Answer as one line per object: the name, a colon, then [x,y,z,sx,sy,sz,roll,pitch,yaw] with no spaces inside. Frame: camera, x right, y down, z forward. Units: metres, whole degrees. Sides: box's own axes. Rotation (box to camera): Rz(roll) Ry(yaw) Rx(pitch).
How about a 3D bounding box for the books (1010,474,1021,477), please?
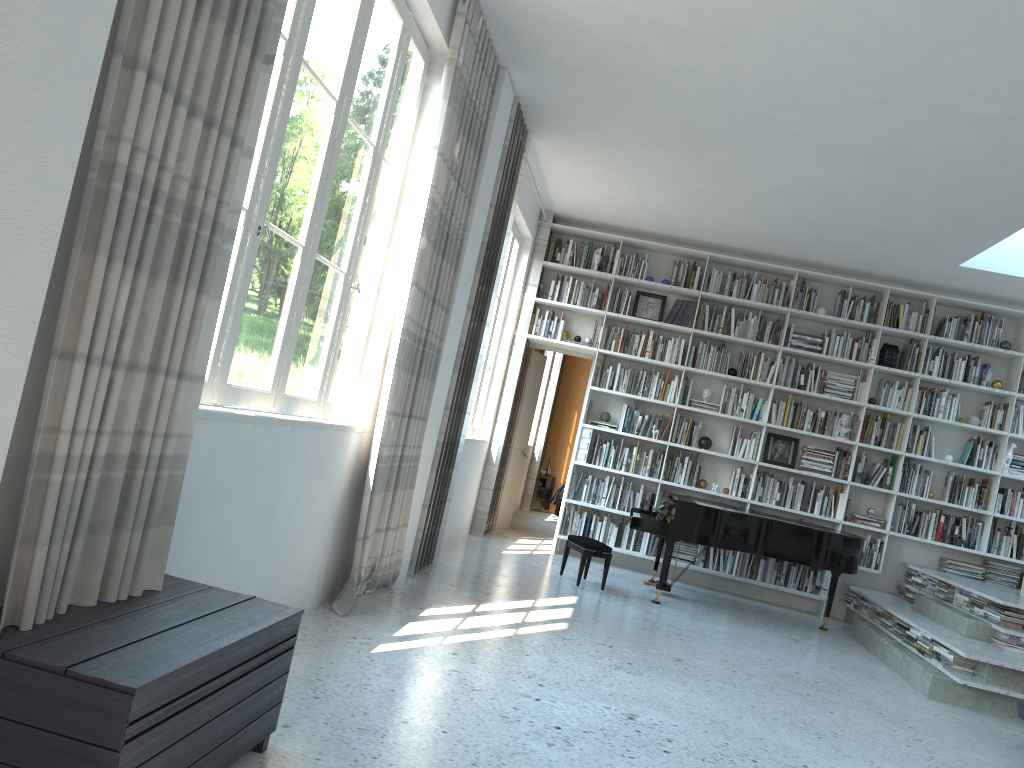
books: [4.657,0.857,8.151,0.285,0.012,0.159,12,-3,3]

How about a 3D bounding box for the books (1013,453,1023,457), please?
books: [4.703,0.669,8.165,0.285,0.012,0.159,12,-3,10]

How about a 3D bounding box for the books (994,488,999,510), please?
books: [4.431,1.061,8.178,0.012,0.254,0.161,12,-2,8]

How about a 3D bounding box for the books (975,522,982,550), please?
books: [4.263,1.396,8.161,0.026,0.258,0.157,12,-2,8]

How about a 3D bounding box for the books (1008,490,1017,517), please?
books: [4.568,1.093,8.134,0.045,0.246,0.186,12,-2,8]

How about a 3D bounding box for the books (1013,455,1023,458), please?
books: [4.700,0.681,8.165,0.285,0.012,0.159,12,-3,6]

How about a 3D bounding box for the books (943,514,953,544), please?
books: [4.010,1.340,8.201,0.026,0.262,0.173,12,-2,8]

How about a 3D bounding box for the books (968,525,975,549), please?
books: [4.204,1.403,8.168,0.013,0.220,0.168,12,-2,8]

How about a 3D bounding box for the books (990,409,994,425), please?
books: [4.428,0.323,8.244,0.011,0.227,0.131,12,-2,8]

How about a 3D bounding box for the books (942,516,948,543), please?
books: [3.988,1.346,8.220,0.021,0.242,0.131,12,-2,8]

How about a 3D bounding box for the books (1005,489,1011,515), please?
books: [4.528,1.085,8.158,0.024,0.247,0.143,12,-2,8]

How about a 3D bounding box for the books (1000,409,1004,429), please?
books: [4.504,0.342,8.215,0.013,0.220,0.155,12,-2,8]

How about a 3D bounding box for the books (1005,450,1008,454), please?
books: [4.492,0.714,8.166,0.027,0.221,0.184,12,-3,8]

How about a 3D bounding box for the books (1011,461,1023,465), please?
books: [4.687,0.739,8.160,0.285,0.012,0.159,12,-3,5]

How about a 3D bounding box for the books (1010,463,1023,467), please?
books: [4.680,0.763,8.166,0.254,0.012,0.161,12,-3,8]

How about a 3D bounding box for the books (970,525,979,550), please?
books: [4.234,1.405,8.158,0.025,0.228,0.176,12,-2,8]

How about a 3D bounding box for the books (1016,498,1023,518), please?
books: [4.621,1.137,8.127,0.027,0.181,0.186,12,-3,8]

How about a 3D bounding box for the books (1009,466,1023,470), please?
books: [4.675,0.787,8.161,0.285,0.012,0.159,12,-3,6]

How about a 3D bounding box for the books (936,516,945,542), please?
books: [3.937,1.333,8.206,0.031,0.244,0.185,12,-2,8]

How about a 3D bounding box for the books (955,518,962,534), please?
books: [4.098,1.366,8.192,0.012,0.249,0.164,12,-2,8]

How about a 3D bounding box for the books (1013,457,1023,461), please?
books: [4.695,0.704,8.164,0.285,0.012,0.159,12,-3,10]

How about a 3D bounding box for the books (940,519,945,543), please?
books: [3.965,1.343,8.216,0.025,0.237,0.156,12,-2,8]

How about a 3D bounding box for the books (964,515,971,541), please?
books: [4.181,1.361,8.185,0.013,0.293,0.134,12,-2,8]

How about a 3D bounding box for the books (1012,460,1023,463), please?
books: [4.690,0.728,8.163,0.285,0.012,0.159,12,-3,10]

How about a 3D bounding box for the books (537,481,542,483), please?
books: [0.344,1.418,12.954,0.133,0.012,0.189,11,-3,26]

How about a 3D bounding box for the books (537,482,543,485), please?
books: [0.338,1.433,12.945,0.189,0.022,0.133,14,-3,-31]

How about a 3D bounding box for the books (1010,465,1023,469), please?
books: [4.676,0.774,8.155,0.254,0.012,0.161,12,-3,3]

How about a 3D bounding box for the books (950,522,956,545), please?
books: [4.054,1.376,8.201,0.022,0.211,0.135,12,-2,8]

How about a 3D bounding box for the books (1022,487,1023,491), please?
books: [4.693,1.093,8.129,0.013,0.299,0.147,12,-2,8]

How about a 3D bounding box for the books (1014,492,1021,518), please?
books: [4.603,1.105,8.144,0.026,0.239,0.177,12,-2,8]

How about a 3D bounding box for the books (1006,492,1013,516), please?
books: [4.540,1.099,8.142,0.011,0.223,0.163,12,-2,8]

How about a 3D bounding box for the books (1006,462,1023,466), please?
books: [4.684,0.751,8.155,0.254,0.012,0.161,12,-3,13]

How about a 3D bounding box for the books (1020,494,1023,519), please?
books: [4.646,1.119,8.135,0.012,0.229,0.179,12,-2,8]

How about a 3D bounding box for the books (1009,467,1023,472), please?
books: [4.671,0.798,8.160,0.254,0.012,0.161,12,-3,10]

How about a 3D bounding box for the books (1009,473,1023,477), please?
books: [4.660,0.845,8.154,0.285,0.012,0.159,12,-3,12]

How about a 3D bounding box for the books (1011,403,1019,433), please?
books: [4.625,0.327,8.201,0.015,0.300,0.140,12,-2,8]

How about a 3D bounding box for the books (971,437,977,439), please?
books: [4.267,0.632,8.235,0.016,0.290,0.135,12,-2,8]

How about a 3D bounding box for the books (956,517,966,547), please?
books: [4.136,1.365,8.181,0.070,0.266,0.186,12,-2,8]

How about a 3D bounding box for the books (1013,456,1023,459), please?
books: [4.698,0.693,8.164,0.254,0.012,0.161,12,-3,10]

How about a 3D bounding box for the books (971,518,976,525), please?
books: [4.226,1.377,8.192,0.012,0.282,0.143,12,-2,8]

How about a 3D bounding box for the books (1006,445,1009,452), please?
books: [4.527,0.699,8.192,0.028,0.267,0.138,12,-2,8]

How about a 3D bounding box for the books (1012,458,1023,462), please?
books: [4.692,0.716,8.156,0.285,0.012,0.159,12,-3,3]

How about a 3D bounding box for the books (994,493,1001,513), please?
books: [4.439,1.096,8.163,0.023,0.186,0.159,12,-3,8]

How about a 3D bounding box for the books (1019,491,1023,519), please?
books: [4.666,1.109,8.110,0.028,0.255,0.191,12,-2,8]

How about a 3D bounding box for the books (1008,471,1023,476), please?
books: [4.662,0.833,8.155,0.254,0.012,0.161,12,-3,4]

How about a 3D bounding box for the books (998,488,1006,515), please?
books: [4.491,1.078,8.152,0.047,0.244,0.177,12,-2,8]

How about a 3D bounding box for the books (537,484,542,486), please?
books: [0.337,1.460,12.944,0.128,0.030,0.182,11,-3,30]

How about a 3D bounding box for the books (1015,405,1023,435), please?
books: [4.673,0.343,8.190,0.065,0.289,0.146,12,-2,8]

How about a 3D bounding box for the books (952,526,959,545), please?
books: [4.073,1.395,8.191,0.025,0.181,0.169,12,-3,8]

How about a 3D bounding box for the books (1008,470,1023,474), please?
books: [4.665,0.821,8.152,0.285,0.012,0.159,12,-3,13]

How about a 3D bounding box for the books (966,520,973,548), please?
books: [4.194,1.378,8.183,0.021,0.264,0.150,12,-2,8]

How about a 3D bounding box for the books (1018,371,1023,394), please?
books: [4.735,-0.001,8.204,0.012,0.254,0.161,12,-2,8]

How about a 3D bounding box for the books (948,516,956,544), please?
books: [4.036,1.345,8.204,0.026,0.263,0.169,12,-2,8]

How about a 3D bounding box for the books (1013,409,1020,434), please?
books: [4.631,0.354,8.189,0.011,0.247,0.156,12,-2,8]

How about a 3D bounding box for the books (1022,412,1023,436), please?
books: [4.714,0.354,8.190,0.012,0.285,0.159,12,-2,8]

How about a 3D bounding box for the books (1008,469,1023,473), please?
books: [4.668,0.810,8.156,0.254,0.012,0.161,12,-3,12]

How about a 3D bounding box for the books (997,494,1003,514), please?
books: [4.460,1.102,8.157,0.022,0.184,0.162,12,-3,8]

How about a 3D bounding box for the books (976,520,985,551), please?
books: [4.289,1.394,8.158,0.025,0.272,0.171,12,-2,8]

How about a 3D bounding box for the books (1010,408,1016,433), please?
books: [4.600,0.346,8.216,0.030,0.253,0.128,12,-2,8]
